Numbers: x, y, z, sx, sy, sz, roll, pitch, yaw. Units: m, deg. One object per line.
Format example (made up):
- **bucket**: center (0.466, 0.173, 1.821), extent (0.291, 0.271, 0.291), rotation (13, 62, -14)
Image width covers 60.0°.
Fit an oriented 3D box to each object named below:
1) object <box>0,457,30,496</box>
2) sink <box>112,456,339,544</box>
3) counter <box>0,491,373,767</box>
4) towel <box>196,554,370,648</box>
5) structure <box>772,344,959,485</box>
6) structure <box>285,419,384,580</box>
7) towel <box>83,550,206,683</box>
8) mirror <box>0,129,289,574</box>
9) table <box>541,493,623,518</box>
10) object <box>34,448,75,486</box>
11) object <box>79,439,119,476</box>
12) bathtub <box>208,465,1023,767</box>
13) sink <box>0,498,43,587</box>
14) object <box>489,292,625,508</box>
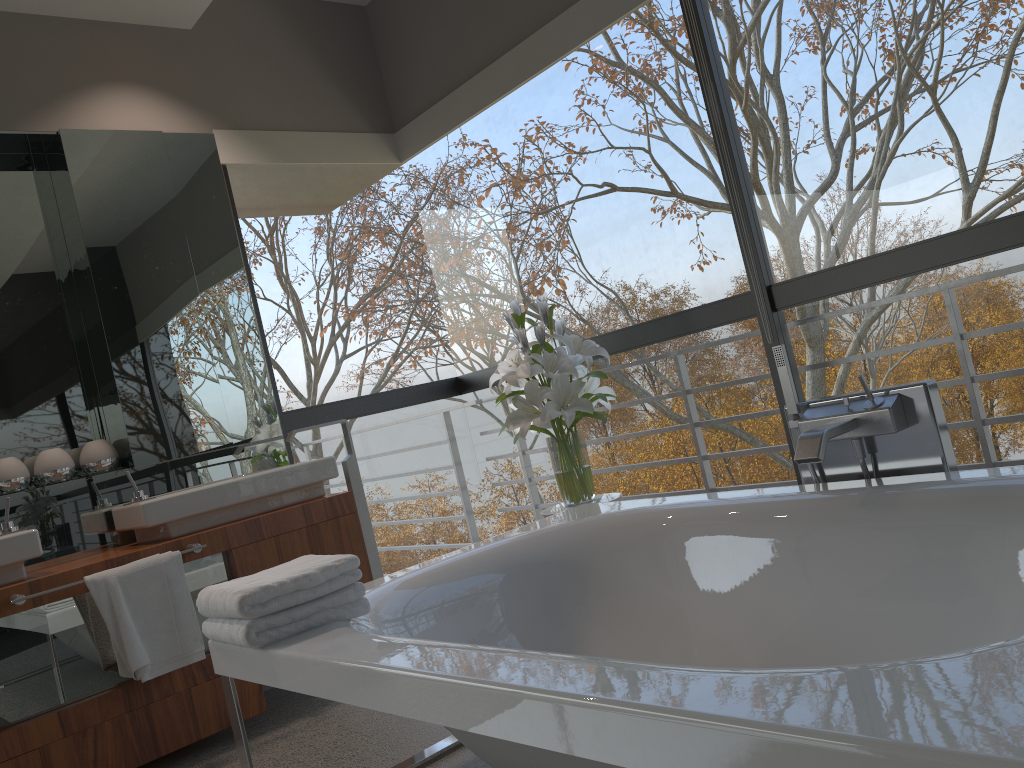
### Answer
- **object**: center (-1.806, 0.331, 3.178), extent (0.136, 0.131, 0.136), rotation (-13, -1, 2)
- **sink**: center (-1.074, 0.381, 3.347), extent (0.751, 0.266, 0.351), rotation (-12, -2, -40)
- **counter**: center (-1.337, 0.934, 2.939), extent (1.850, 0.704, 0.524), rotation (-12, -2, -40)
- **towel**: center (-0.549, 0.517, 2.112), extent (0.305, 0.145, 0.321), rotation (-12, -2, -37)
- **structure**: center (0.854, 0.315, 2.208), extent (0.330, 0.885, 0.401), rotation (-12, -2, -40)
- **structure**: center (-0.668, 0.645, 3.580), extent (0.303, 0.989, 0.069), rotation (-12, -2, -40)
- **towel**: center (-1.146, 0.736, 2.787), extent (0.303, 0.368, 0.079), rotation (-12, -2, -40)
- **mirror**: center (-1.827, -0.125, 3.284), extent (1.792, 1.618, 0.253), rotation (-12, -2, -40)
- **table**: center (0.309, 0.669, 3.236), extent (0.307, 0.479, 0.308), rotation (-14, -2, 33)
- **object**: center (-1.692, 0.306, 3.277), extent (0.136, 0.131, 0.136), rotation (-13, -1, 2)
- **object**: center (-1.574, 0.281, 3.379), extent (0.136, 0.131, 0.136), rotation (-13, -1, 2)
- **bathtub**: center (0.419, 0.602, 1.843), extent (1.329, 0.504, 1.955), rotation (-12, -2, -40)
- **sink**: center (-1.864, 0.555, 2.658), extent (0.751, 0.266, 0.351), rotation (-12, -2, -40)
- **object**: center (0.149, 0.052, 3.260), extent (0.460, 0.796, 0.449), rotation (-13, -2, -13)
